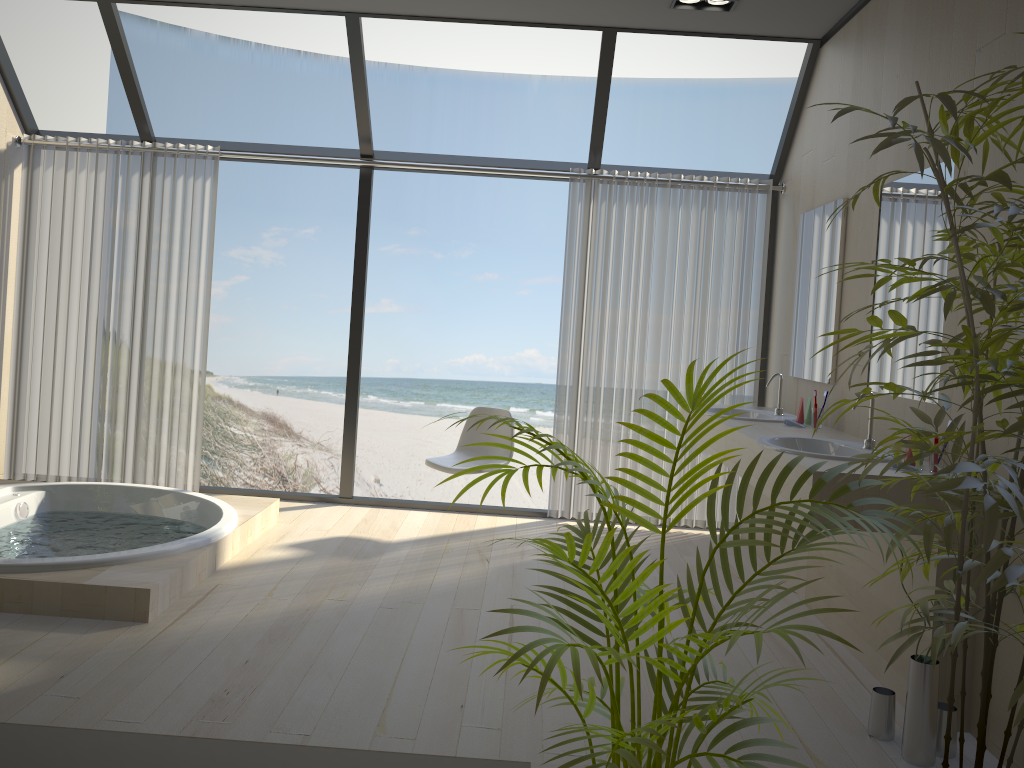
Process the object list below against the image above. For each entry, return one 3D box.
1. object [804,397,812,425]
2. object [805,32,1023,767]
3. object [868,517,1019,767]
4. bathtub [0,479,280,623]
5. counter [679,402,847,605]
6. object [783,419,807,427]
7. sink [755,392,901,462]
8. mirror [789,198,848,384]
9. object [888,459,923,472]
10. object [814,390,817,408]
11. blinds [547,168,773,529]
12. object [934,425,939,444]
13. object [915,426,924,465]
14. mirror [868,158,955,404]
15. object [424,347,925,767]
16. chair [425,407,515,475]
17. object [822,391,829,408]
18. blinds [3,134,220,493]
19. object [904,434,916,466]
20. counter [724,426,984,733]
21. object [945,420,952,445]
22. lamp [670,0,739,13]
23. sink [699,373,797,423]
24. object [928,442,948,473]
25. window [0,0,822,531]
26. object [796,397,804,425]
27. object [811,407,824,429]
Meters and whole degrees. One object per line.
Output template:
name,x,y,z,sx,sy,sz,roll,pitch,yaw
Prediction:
object,1.425,0.129,4.248,0.039,0.135,0.039,3,1,-40
object,0.965,0.250,1.662,0.788,1.755,0.935,4,1,26
object,1.290,0.714,2.594,0.406,0.748,0.274,3,1,-11
bathtub,-2.202,0.695,4.044,1.821,0.698,1.650,4,4,1
counter,1.218,0.556,4.540,0.550,0.790,1.207,4,3,1
object,1.308,0.182,4.091,0.105,0.029,0.032,7,4,41
sink,1.171,0.225,3.297,0.504,0.419,0.575,4,3,4
mirror,1.527,-0.454,4.439,0.023,0.867,0.654,4,2,1
object,1.282,0.265,2.885,0.105,0.029,0.032,7,4,41
object,1.384,0.116,4.044,0.012,0.178,0.050,4,1,40
blinds,0.866,-0.205,5.230,1.183,2.069,0.084,4,1,1
object,1.358,0.199,2.838,0.012,0.178,0.050,4,1,40
object,1.399,0.213,3.042,0.039,0.135,0.039,5,1,42
mirror,1.532,-0.380,3.403,0.023,0.867,0.654,4,2,1
object,0.199,0.490,1.639,0.918,1.156,0.750,5,2,35
chair,-0.212,0.315,4.908,0.370,0.347,0.454,5,3,30
object,1.417,0.118,4.060,0.054,0.175,0.012,4,1,26
blinds,-2.381,-0.421,5.298,1.183,2.069,0.084,4,1,1
object,1.331,0.215,2.951,0.039,0.135,0.039,5,1,42
counter,1.192,0.639,3.334,0.550,0.790,1.207,4,3,1
object,1.391,0.202,2.854,0.054,0.175,0.012,4,1,26
lamp,0.922,-1.871,4.240,0.301,0.112,0.164,4,3,1
sink,1.197,0.141,4.502,0.504,0.419,0.575,4,3,4
object,1.375,0.241,2.862,0.058,0.100,0.058,4,2,11
window,-0.731,-0.640,5.067,4.560,2.812,0.746,4,1,1
object,1.357,0.131,4.157,0.039,0.135,0.039,3,1,-40
object,1.401,0.158,4.067,0.058,0.100,0.058,4,2,8
